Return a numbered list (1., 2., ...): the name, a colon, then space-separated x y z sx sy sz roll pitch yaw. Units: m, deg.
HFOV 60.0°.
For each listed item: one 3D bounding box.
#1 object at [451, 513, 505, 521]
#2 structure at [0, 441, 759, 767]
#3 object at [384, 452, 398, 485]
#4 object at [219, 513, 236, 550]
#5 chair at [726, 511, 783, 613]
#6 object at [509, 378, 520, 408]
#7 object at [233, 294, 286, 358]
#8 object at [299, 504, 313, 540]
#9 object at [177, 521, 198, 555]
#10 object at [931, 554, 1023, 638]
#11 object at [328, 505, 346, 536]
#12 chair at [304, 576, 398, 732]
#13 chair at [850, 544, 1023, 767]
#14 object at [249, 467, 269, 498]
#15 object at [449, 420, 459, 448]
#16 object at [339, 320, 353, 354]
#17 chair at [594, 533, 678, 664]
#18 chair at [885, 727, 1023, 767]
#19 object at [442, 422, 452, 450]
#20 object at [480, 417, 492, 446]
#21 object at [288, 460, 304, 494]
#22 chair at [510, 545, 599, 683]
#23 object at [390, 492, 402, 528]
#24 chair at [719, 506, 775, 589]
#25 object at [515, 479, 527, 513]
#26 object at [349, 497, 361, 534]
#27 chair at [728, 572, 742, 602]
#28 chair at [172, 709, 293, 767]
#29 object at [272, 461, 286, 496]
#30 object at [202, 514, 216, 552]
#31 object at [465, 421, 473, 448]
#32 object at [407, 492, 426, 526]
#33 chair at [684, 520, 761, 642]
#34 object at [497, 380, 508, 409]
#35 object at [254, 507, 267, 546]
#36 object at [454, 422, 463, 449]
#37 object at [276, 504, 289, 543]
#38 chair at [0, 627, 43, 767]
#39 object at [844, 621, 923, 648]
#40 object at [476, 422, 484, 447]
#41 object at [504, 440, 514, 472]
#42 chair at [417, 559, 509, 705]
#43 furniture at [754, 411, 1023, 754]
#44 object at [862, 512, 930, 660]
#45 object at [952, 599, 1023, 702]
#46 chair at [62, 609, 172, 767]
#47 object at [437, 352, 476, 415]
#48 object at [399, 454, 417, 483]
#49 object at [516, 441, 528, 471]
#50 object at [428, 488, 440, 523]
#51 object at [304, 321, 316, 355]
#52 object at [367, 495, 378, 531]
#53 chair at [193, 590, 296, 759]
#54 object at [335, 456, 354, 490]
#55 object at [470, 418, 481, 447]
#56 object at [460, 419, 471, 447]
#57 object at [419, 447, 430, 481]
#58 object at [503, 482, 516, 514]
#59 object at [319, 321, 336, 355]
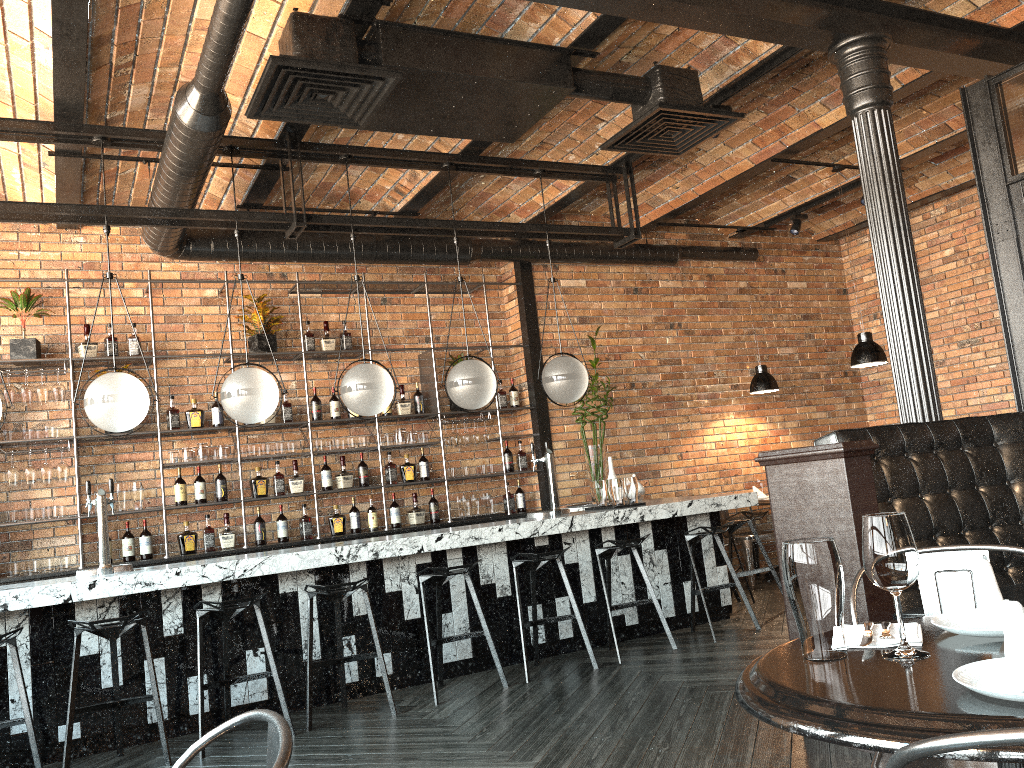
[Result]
1. object: -0.295 1.163 7.765 0.437 0.019 0.273 -3 -8 -27
2. structure: -0.981 1.243 6.130 5.346 1.430 1.930 -3 -8 -27
3. object: -1.031 0.716 7.533 0.083 0.282 0.083 0 -9 -42
4. object: -2.199 1.136 6.854 0.123 0.279 0.123 -5 -7 -14
5. chair: 1.807 1.369 6.867 0.414 0.737 0.475 -4 -7 -22
6. object: 0.015 0.091 8.202 0.086 0.298 0.086 -10 -7 26
7. object: -2.069 -0.483 7.259 0.425 0.526 0.430 -3 -7 -25
8. object: -1.665 1.109 7.144 0.083 0.282 0.083 0 -9 -42
9. object: -2.463 1.167 6.730 0.151 0.248 0.094 -1 -9 -38
10. object: 0.909 0.397 1.672 0.232 0.139 0.232 -11 -8 32
11. object: -1.431 1.115 7.260 0.151 0.248 0.094 -4 -7 -18
12. chair: -0.929 1.438 4.865 0.475 0.737 0.414 -4 -7 -17
13. chair: 1.019 0.814 1.945 0.504 0.857 0.558 -10 -8 27
14. object: -2.005 0.783 7.028 0.151 0.248 0.094 -1 -9 -38
15. object: -0.510 0.437 7.742 0.092 0.244 0.092 -8 -7 12
16. object: -1.414 -0.400 7.534 0.083 0.282 0.083 0 -9 -42
17. chair: 0.709 1.355 5.708 0.475 0.737 0.414 -2 -8 -32
18. chair: 0.700 0.736 0.976 0.504 0.857 0.558 -8 -7 17
19. object: -0.583 0.462 7.887 0.092 0.244 0.092 -8 -7 12
20. object: -0.232 0.422 7.885 0.092 0.244 0.092 -8 -7 12
21. object: -1.741 0.752 7.152 0.123 0.279 0.123 -5 -7 -14
22. chair: 0.190 1.381 5.441 0.475 0.737 0.414 -4 -7 -22
23. object: -0.990 1.067 7.501 0.086 0.298 0.086 -9 -7 21
24. chair: 2.192 1.431 8.267 0.558 0.857 0.504 -3 -8 -27
25. object: 0.074 1.015 8.055 0.086 0.298 0.086 -9 -7 21
26. object: -1.303 1.085 7.346 0.086 0.298 0.086 -9 -7 21
27. chair: 1.546 1.459 7.383 0.414 0.737 0.475 -2 -8 -32
28. chair: -0.502 0.872 0.994 0.558 0.857 0.504 -4 -7 -22
29. object: -1.870 0.758 7.102 0.083 0.282 0.083 -3 -8 -27
30. object: -2.328 1.142 6.803 0.083 0.282 0.083 -3 -8 -27
31. object: -0.397 0.453 7.983 0.092 0.244 0.092 -8 -7 12
32. object: -0.818 1.066 7.564 0.123 0.279 0.123 -1 -9 -38
33. chair: 1.334 1.323 6.029 0.475 0.737 0.414 -1 -8 -37
34. object: -0.096 0.102 8.113 0.083 0.282 0.083 -5 -7 -12
35. object: -1.978 1.113 6.956 0.086 0.297 0.086 -7 -7 6
36. object: -0.485 0.457 7.938 0.092 0.244 0.092 -8 -7 12
37. object: -1.832 1.110 7.068 0.086 0.298 0.086 -9 -7 21
38. chair: -2.453 1.515 4.082 0.475 0.737 0.414 -1 -8 -37
39. object: 0.699 0.479 1.698 0.157 0.019 0.255 -9 -7 23
40. object: -0.305 0.448 8.030 0.092 0.244 0.092 -8 -7 12
41. object: -0.037 0.657 8.050 0.086 0.299 0.086 -9 -7 21
42. chair: -0.360 1.409 5.158 0.475 0.737 0.414 -2 -8 -32
43. furniture: 3.171 0.369 1.721 1.979 1.212 5.451 -3 -8 -27
44. object: 0.669 0.350 1.551 0.092 0.244 0.092 -3 -8 -28
45. object: 0.745 0.366 1.257 0.232 0.139 0.232 -8 -7 17
46. chair: -1.946 1.489 4.343 0.475 0.737 0.414 -4 -7 -22
47. object: -0.430 -0.022 7.927 0.398 0.560 0.374 -11 -8 35
48. object: -0.892 0.727 7.601 0.151 0.248 0.094 -4 -7 -18
49. object: 0.087 0.659 8.108 0.083 0.282 0.083 -4 -7 -17
50. object: -0.677 1.050 7.658 0.086 0.299 0.086 -9 -7 21
51. object: -1.693 -0.386 7.391 0.083 0.282 0.083 -3 -8 -27
52. object: -1.168 1.077 7.401 0.080 0.299 0.080 -3 -7 -25
53. chair: -1.445 1.464 4.600 0.475 0.737 0.414 -2 -8 -32
54. object: -1.390 0.735 7.333 0.123 0.279 0.123 -1 -9 -38
55. object: -0.324 0.427 7.837 0.092 0.244 0.092 -8 -7 12
56. object: -0.412 0.432 7.792 0.092 0.244 0.092 -8 -7 12
57. object: -0.765 0.697 7.687 0.086 0.298 0.086 -9 -7 21
58. object: -0.030 1.026 7.985 0.083 0.282 0.083 0 -9 -42
59. object: -1.555 -0.391 7.463 0.123 0.279 0.123 -3 -7 -24
